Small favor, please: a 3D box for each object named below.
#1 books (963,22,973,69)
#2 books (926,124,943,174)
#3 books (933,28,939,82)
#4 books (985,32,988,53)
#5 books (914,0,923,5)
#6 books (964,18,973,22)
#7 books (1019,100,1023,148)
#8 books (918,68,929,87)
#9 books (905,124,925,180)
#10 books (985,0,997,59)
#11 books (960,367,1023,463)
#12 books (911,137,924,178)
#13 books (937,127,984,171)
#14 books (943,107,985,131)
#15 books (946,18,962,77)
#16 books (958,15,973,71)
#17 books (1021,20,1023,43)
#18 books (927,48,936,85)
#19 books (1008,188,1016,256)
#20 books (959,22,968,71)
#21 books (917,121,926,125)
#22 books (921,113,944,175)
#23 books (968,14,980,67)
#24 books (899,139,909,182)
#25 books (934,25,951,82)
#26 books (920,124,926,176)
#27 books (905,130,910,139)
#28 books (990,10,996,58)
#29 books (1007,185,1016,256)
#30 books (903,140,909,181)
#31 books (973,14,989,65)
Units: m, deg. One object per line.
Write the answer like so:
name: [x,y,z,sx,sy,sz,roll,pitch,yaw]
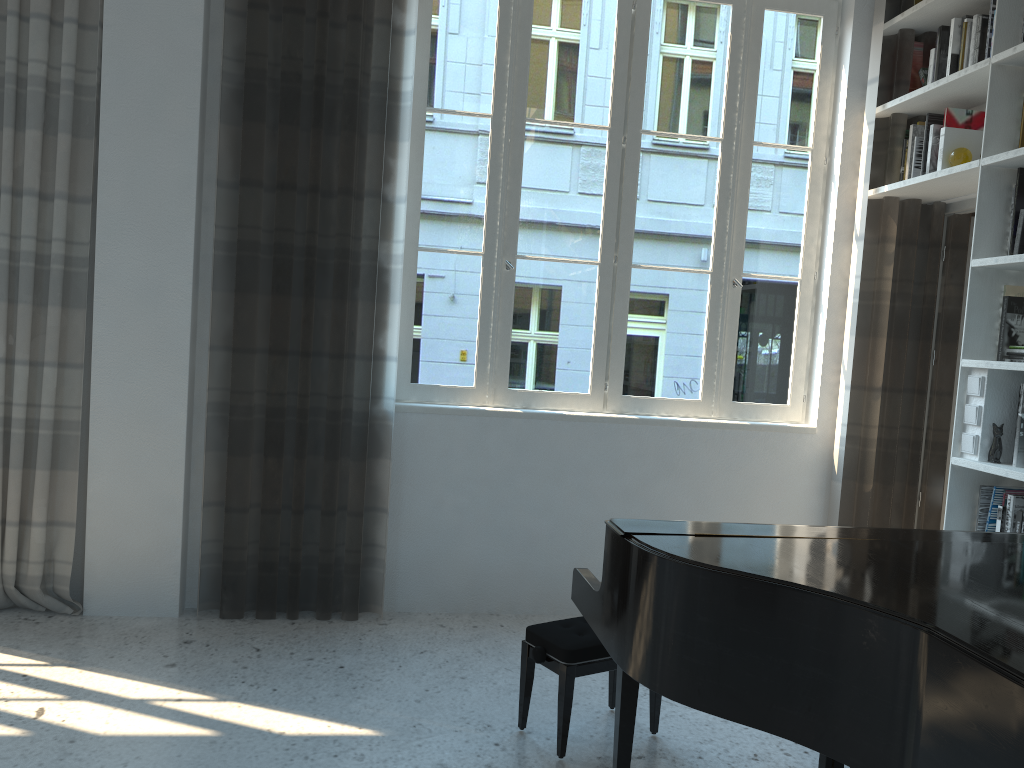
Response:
books: [1.906,-1.322,3.573,0.173,0.244,0.021,3,4,-9]
books: [1.845,-0.963,3.737,0.188,0.237,0.021,3,4,-9]
books: [1.886,-1.362,3.800,0.162,0.297,0.011,3,4,-9]
books: [1.933,-1.299,3.486,0.138,0.212,0.028,3,4,-9]
books: [1.866,-1.701,3.928,0.188,0.219,0.014,3,4,-9]
books: [1.902,-1.336,3.601,0.162,0.269,0.013,3,4,-9]
books: [1.936,-0.942,3.228,0.180,0.263,0.012,3,4,-9]
books: [1.875,-1.309,3.905,0.129,0.176,0.121,3,4,-9]
books: [1.836,-0.997,3.929,0.170,0.282,0.023,3,4,-9]
books: [1.927,-1.343,3.433,0.189,0.303,0.012,3,4,-9]
books: [1.835,0.117,3.284,0.307,0.340,0.106,3,4,-9]
books: [1.840,-0.964,3.887,0.181,0.220,0.010,3,4,-9]
books: [1.861,-0.946,3.673,0.187,0.211,0.029,3,4,-9]
books: [1.874,-0.990,3.692,0.179,0.299,0.013,3,4,-9]
books: [1.884,-1.349,3.652,0.179,0.286,0.021,3,4,-9]
books: [1.908,-1.349,3.626,0.155,0.292,0.037,3,4,-9]
books: [1.952,-1.325,3.238,0.184,0.293,0.005,3,4,-9]
books: [1.877,-1.325,3.826,0.166,0.218,0.034,3,4,-9]
books: [1.905,-0.576,3.244,0.176,0.266,0.027,3,4,-9]
books: [1.903,-1.326,3.589,0.192,0.249,0.012,3,4,-9]
books: [1.856,-1.007,3.950,0.135,0.303,0.013,3,4,-9]
books: [1.843,-0.996,3.786,0.187,0.297,0.013,3,4,-9]
books: [1.909,-1.328,3.538,0.167,0.261,0.025,3,4,-9]
books: [1.827,-0.973,3.975,0.179,0.228,0.013,3,4,-9]
books: [1.876,-1.352,3.735,0.186,0.283,0.023,3,4,-9]
books: [1.857,-0.991,3.842,0.156,0.282,0.022,3,4,-9]
books: [1.816,-0.997,3.984,0.188,0.273,0.011,3,4,-9]
books: [1.926,-1.303,3.383,0.191,0.229,0.029,3,4,-9]
books: [1.925,-0.587,3.288,0.159,0.285,0.012,3,4,-9]
books: [1.829,-0.969,3.962,0.162,0.222,0.013,3,4,-9]
books: [1.912,-1.322,3.511,0.165,0.251,0.030,3,4,-9]
